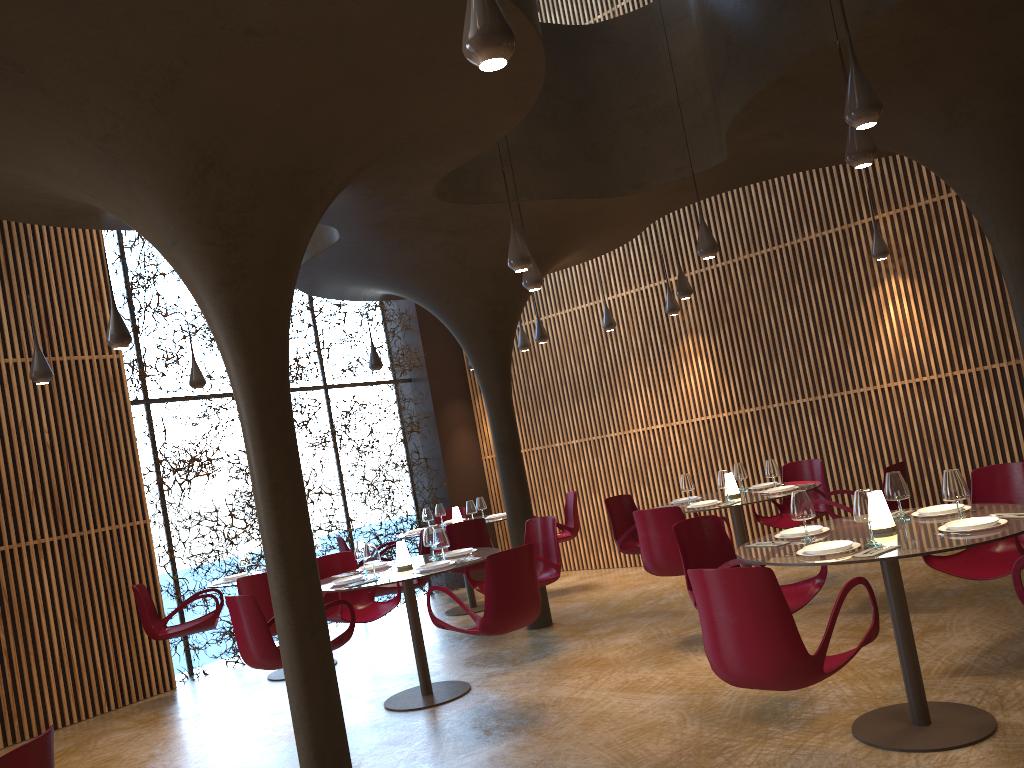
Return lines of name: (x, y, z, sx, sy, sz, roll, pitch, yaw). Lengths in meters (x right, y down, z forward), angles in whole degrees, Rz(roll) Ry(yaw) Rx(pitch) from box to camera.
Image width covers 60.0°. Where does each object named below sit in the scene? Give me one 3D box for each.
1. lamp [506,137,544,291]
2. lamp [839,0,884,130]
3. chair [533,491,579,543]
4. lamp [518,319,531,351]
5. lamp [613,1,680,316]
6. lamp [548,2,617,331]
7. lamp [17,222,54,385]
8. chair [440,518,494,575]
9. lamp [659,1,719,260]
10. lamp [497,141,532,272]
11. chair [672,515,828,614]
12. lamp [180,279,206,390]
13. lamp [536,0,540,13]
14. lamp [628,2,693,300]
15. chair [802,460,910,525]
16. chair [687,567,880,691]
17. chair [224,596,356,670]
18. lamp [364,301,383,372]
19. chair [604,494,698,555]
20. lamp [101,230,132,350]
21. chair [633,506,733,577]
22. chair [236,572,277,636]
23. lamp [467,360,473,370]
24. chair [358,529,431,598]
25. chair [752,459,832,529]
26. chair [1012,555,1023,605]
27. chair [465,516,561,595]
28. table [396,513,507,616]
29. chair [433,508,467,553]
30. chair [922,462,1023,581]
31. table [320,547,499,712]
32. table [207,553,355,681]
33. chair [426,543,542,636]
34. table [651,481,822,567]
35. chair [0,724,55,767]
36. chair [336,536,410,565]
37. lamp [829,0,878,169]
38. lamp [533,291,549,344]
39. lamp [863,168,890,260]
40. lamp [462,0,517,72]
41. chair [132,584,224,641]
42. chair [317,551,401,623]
lamp: (-0.366, -3.910, 7.971, 0.195, 6.269, 0.196, -10, -3, -15)
lamp: (1.318, -4.449, 4.855, 0.195, 6.269, 0.196, -10, -3, -15)
chair: (0.495, 1.827, 11.865, 0.872, 0.635, 0.626, -10, -3, -10)
lamp: (-0.375, -3.554, 12.768, 0.196, 6.269, 0.195, -12, -3, 25)
lamp: (1.555, -3.983, 11.755, 0.195, 6.269, 0.196, -9, -3, -25)
lamp: (0.774, -3.807, 12.204, 0.195, 6.269, 0.196, -9, -3, -35)
lamp: (-4.800, -3.085, 8.146, 0.196, 6.269, 0.196, -11, -3, 15)
chair: (-0.536, 1.917, 10.533, 0.624, 0.635, 0.874, -10, -4, -10)
lamp: (1.178, -4.193, 7.975, 0.195, 6.269, 0.196, -9, -3, -35)
lamp: (-0.490, -3.958, 7.016, 0.195, 6.269, 0.196, -10, -3, -15)
chair: (1.527, 1.195, 5.877, 0.624, 0.635, 0.875, -8, -4, -35)
lamp: (-4.216, -3.020, 10.473, 0.195, 6.269, 0.196, -9, -3, -25)
lamp: (0.077, -5.803, 11.360, 0.196, 2.221, 0.195, -12, -3, 25)
lamp: (1.438, -4.064, 10.363, 0.195, 6.269, 0.196, -9, -3, -35)
chair: (3.095, 1.056, 7.886, 0.875, 0.635, 0.624, -13, -5, 40)
chair: (1.300, 1.123, 4.337, 0.871, 0.635, 0.627, -7, -5, -45)
chair: (-1.771, 1.881, 6.981, 0.871, 0.635, 0.627, -7, -5, -45)
lamp: (-2.360, -3.253, 11.916, 0.195, 6.269, 0.196, -9, -3, -25)
chair: (1.443, 1.469, 9.377, 0.624, 0.635, 0.875, -7, -5, -45)
lamp: (-3.678, -3.360, 7.196, 0.196, 6.269, 0.196, -10, -3, -5)
chair: (1.482, 1.347, 7.823, 0.626, 0.635, 0.871, -13, -4, 35)
chair: (-2.335, 2.104, 8.593, 0.624, 0.635, 0.874, -10, -4, -10)
lamp: (-1.165, -3.309, 14.124, 0.195, 6.269, 0.196, -9, -3, -25)
chair: (-1.304, 2.013, 9.924, 0.872, 0.635, 0.626, -10, -3, -10)
chair: (3.047, 1.189, 9.571, 0.627, 0.635, 0.871, -13, -5, 40)
chair: (2.896, 0.814, 4.114, 0.624, 0.635, 0.875, -8, -5, -40)
chair: (0.067, 1.651, 8.429, 0.871, 0.635, 0.627, -7, -5, -40)
table: (-0.610, 2.416, 11.739, 1.671, 1.129, 1.676, -10, -4, -8)
chair: (-0.848, 2.139, 12.762, 0.625, 0.635, 0.874, -10, -4, -5)
chair: (3.138, 0.893, 5.785, 0.871, 0.635, 0.627, -7, -5, -40)
table: (-0.833, 2.160, 7.722, 1.669, 1.129, 1.677, -8, -4, -30)
table: (-2.409, 2.603, 9.799, 1.671, 1.129, 1.676, -10, -4, -8)
chair: (-0.175, 1.572, 6.758, 0.624, 0.635, 0.875, -8, -5, -40)
table: (2.279, 1.662, 8.705, 1.669, 1.129, 1.677, -7, -5, -40)
chair: (-2.060, 1.652, 3.158, 0.872, 0.635, 0.626, -10, -3, -2)
chair: (-1.802, 2.224, 11.538, 0.871, 0.635, 0.626, -9, -4, -15)
lamp: (1.638, -4.446, 5.699, 0.195, 6.269, 0.196, -10, -3, -15)
lamp: (-0.150, -3.638, 12.197, 0.195, 6.269, 0.196, -9, -3, -35)
lamp: (3.581, -4.478, 10.081, 0.195, 6.269, 0.196, -9, -3, -35)
lamp: (-0.632, -4.208, 3.281, 0.195, 6.269, 0.196, -10, -3, -15)
chair: (-3.601, 2.410, 9.597, 0.871, 0.635, 0.626, -9, -4, -15)
chair: (-1.543, 1.953, 8.521, 0.624, 0.635, 0.875, -8, -4, -35)
